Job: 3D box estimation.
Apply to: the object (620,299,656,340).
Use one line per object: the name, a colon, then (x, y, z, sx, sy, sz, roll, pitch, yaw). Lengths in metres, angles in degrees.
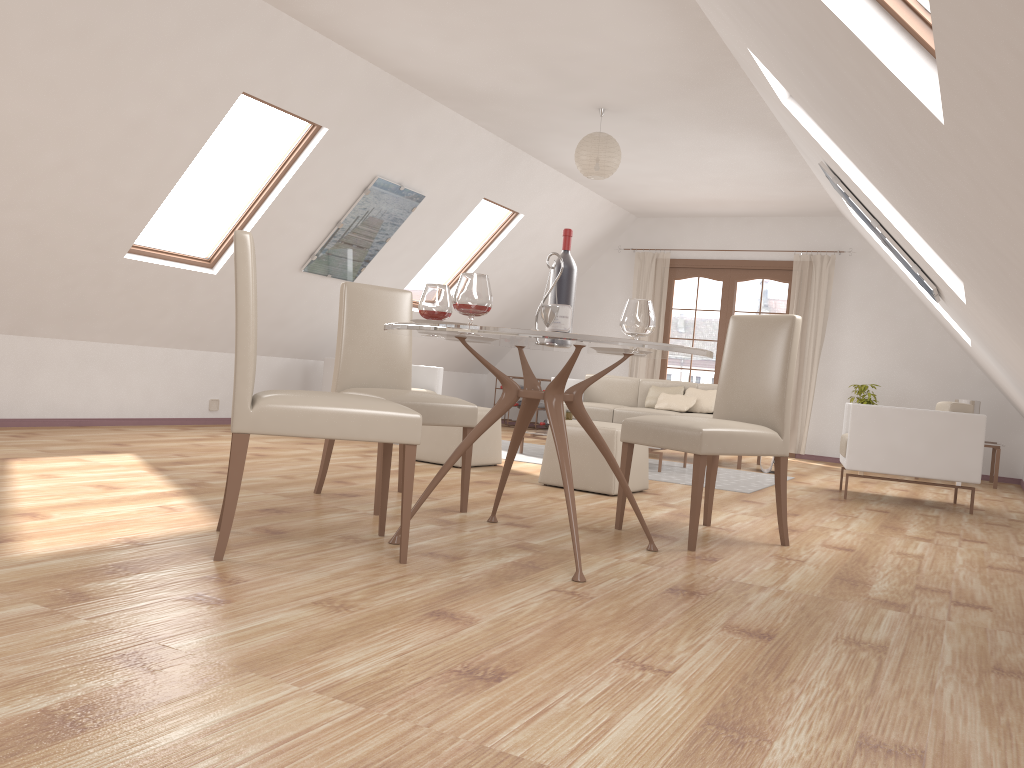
object: (0.474, -0.226, 3.350, 0.136, 0.183, 0.136, 5, 1, -35)

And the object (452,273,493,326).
object: (-0.132, -0.276, 2.970, 0.136, 0.183, 0.136, 5, 1, 7)

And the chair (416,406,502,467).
chair: (-0.387, 0.333, 6.007, 0.506, 0.394, 0.506, 5, 1, 33)

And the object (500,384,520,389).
object: (-0.023, 0.044, 10.717, 0.110, 0.110, 0.439, 5, 1, 28)

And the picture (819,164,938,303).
picture: (2.246, -0.911, 5.422, 0.683, 0.738, 0.650, 5, 1, 28)

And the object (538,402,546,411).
object: (0.288, 0.266, 10.548, 0.109, 0.109, 0.435, 5, 1, 28)

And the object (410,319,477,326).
object: (-0.243, -0.206, 3.126, 0.228, 0.020, 0.228, 5, 1, -17)

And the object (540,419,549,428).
object: (0.437, 0.468, 10.463, 0.109, 0.109, 0.435, 5, 1, 28)

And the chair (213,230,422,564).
chair: (-0.644, 0.045, 2.951, 0.618, 0.999, 0.477, 5, 1, -18)

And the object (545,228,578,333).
object: (0.197, -0.380, 3.416, 0.109, 0.435, 0.109, 5, 1, 24)

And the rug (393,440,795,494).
rug: (0.662, 0.611, 7.057, 2.800, 0.007, 1.600, 5, 1, 28)

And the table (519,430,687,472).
table: (0.736, 0.525, 7.097, 1.173, 0.190, 0.730, 5, 1, 28)

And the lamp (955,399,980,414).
lamp: (4.303, 0.339, 8.394, 0.180, 0.375, 0.221, 5, 1, -28)

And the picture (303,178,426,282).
picture: (-1.200, -1.233, 7.251, 0.683, 0.738, 0.650, 5, 1, 28)

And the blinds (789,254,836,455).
blinds: (3.110, -0.318, 9.394, 0.424, 2.129, 0.123, 5, 1, 23)

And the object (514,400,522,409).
object: (0.125, 0.247, 10.635, 0.109, 0.109, 0.435, 5, 1, 28)

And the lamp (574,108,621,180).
lamp: (0.631, -1.742, 6.427, 0.340, 0.497, 0.340, 5, 1, -23)

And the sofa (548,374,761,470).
sofa: (1.351, 0.308, 8.218, 1.880, 0.706, 0.820, 5, 1, 28)

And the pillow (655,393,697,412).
pillow: (1.483, 0.173, 8.100, 0.363, 0.170, 0.227, 5, 1, 33)

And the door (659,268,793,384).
door: (2.360, -0.293, 9.936, 1.546, 2.001, 0.098, 5, 1, 28)

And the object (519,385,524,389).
object: (0.141, 0.063, 10.636, 0.109, 0.109, 0.435, 5, 1, 28)

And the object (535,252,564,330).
object: (0.143, -0.325, 3.273, 0.086, 0.322, 0.096, 5, 1, -9)

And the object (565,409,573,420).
object: (0.475, 0.308, 7.435, 0.075, 0.185, 0.075, 5, 1, -31)

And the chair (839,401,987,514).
chair: (2.679, 0.448, 6.042, 0.820, 0.706, 0.748, 5, 1, 18)

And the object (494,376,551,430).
object: (0.231, 0.232, 10.628, 0.854, 0.608, 0.417, 5, 1, 28)

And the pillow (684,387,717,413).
pillow: (1.722, 0.151, 8.140, 0.351, 0.225, 0.196, 5, 1, 33)

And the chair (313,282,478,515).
chair: (-0.518, 0.044, 4.041, 0.477, 0.999, 0.618, 5, 1, -38)

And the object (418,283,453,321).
object: (-0.298, -0.296, 3.460, 0.136, 0.183, 0.136, 5, 1, 7)

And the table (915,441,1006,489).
table: (4.150, 0.711, 8.277, 0.730, 0.390, 0.773, 5, 1, 26)

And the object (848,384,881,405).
object: (3.535, 0.416, 8.971, 0.311, 0.846, 0.307, 5, 1, 20)

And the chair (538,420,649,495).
chair: (0.505, 0.420, 5.261, 0.506, 0.394, 0.506, 5, 1, 32)

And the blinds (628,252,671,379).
blinds: (1.544, -0.462, 10.268, 0.423, 2.130, 0.120, 5, 1, 25)

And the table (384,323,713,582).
table: (0.098, 0.219, 3.279, 1.198, 0.770, 1.198, 4, 1, -41)

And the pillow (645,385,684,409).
pillow: (1.424, 0.122, 8.304, 0.351, 0.235, 0.185, 5, 1, 31)

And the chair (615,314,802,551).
chair: (0.865, 0.168, 3.836, 0.618, 0.999, 0.477, 5, 1, -35)

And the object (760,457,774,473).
object: (2.209, 0.611, 7.477, 0.212, 0.267, 0.315, 5, 1, 15)

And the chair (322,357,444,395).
chair: (-1.177, 0.087, 8.101, 0.820, 0.706, 0.748, 5, 1, 30)
